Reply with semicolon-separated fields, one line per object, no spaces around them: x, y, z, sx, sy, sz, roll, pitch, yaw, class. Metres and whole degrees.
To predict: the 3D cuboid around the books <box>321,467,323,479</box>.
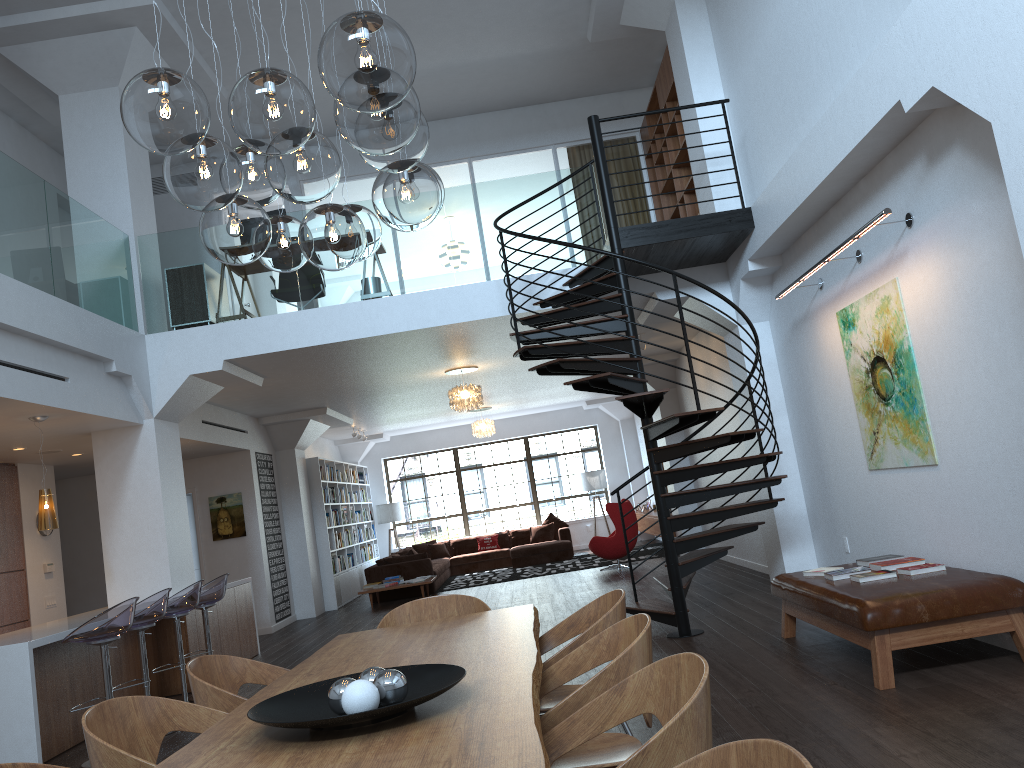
-3.160;1.479;14.437;0.161;0.222;0.084;-9;-7;0;books

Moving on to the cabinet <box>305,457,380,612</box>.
-3.111;2.665;16.244;0.461;2.414;4.500;-9;-7;0;cabinet

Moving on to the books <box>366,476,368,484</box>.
-3.096;2.015;18.507;0.139;0.191;0.036;-9;-7;0;books

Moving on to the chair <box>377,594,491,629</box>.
-0.331;1.472;4.277;0.629;0.833;0.618;-8;-7;-5;chair

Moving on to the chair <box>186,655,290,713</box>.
-0.937;1.471;3.528;0.618;0.833;0.629;-9;-7;-2;chair

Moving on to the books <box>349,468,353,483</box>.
-3.145;1.772;16.966;0.176;0.290;0.053;-9;-7;0;books

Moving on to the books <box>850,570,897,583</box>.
2.177;1.158;5.349;0.224;0.032;0.161;-9;-7;0;books

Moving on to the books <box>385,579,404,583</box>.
-1.839;3.079;13.790;0.312;0.037;0.216;-8;-7;-10;books

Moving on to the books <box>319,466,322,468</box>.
-3.170;1.472;14.469;0.159;0.248;0.089;-9;-7;0;books

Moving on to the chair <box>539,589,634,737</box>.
0.233;1.283;3.530;0.617;0.830;0.629;-9;-7;0;chair

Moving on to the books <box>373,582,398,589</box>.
-1.914;3.040;13.391;0.236;0.035;0.340;-12;-8;24;books

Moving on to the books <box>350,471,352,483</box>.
-3.140;1.782;16.881;0.171;0.246;0.057;-9;-7;0;books

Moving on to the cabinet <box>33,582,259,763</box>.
-3.378;2.423;7.777;0.898;0.796;4.493;-9;-7;0;cabinet

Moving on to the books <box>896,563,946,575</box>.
2.456;1.112;5.325;0.224;0.036;0.161;-8;-7;-6;books

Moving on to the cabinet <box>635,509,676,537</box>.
2.647;2.510;16.187;0.459;0.350;4.501;-9;-7;0;cabinet

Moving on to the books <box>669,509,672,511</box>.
2.690;2.197;15.381;0.250;0.053;0.400;-9;-7;0;books

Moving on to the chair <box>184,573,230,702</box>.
-2.662;2.200;7.748;0.481;1.014;0.530;-9;-7;2;chair

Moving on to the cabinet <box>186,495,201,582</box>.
-5.565;2.415;13.571;0.527;2.991;2.630;-9;-7;0;cabinet

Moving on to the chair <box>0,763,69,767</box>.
-0.975;1.278;1.997;0.618;0.833;0.629;-9;-7;0;chair

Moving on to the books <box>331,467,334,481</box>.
-3.153;1.568;15.246;0.182;0.255;0.077;-9;-7;0;books

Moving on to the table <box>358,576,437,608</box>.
-1.708;3.177;13.495;1.100;0.271;0.853;-9;-7;0;table

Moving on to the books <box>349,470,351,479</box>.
-3.127;1.737;16.749;0.140;0.298;0.044;-9;-7;0;books

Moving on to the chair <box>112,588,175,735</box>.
-2.696;2.042;6.491;0.481;1.014;0.530;-9;-7;-2;chair

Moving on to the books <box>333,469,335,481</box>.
-3.159;1.589;15.314;0.167;0.233;0.077;-9;-7;0;books

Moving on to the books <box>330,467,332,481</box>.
-3.150;1.546;15.058;0.182;0.253;0.098;-9;-7;0;books

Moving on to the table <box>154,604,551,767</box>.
-0.348;1.268;2.362;1.012;0.750;3.803;-9;-7;0;table

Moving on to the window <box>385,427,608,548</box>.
-0.325;2.232;19.225;4.648;1.905;0.114;-9;-7;0;window

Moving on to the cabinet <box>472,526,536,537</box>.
-0.132;3.400;18.524;1.520;0.625;0.350;-9;-7;0;cabinet

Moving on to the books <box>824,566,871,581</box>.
2.124;1.199;5.611;0.247;0.040;0.185;-9;-7;3;books

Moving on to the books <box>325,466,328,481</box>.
-3.164;1.509;14.753;0.170;0.251;0.118;-9;-7;0;books

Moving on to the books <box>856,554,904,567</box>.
2.480;1.189;5.971;0.254;0.044;0.183;-8;-7;-6;books

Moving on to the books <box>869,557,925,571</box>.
2.457;1.150;5.654;0.283;0.043;0.197;-9;-7;-1;books

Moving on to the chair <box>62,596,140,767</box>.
-2.676;1.957;5.864;0.481;1.014;0.530;-9;-7;2;chair

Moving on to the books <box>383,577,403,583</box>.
-1.849;3.045;13.798;0.279;0.035;0.191;-10;-7;10;books

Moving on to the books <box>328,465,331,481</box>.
-3.171;1.517;14.958;0.197;0.290;0.136;-9;-7;0;books

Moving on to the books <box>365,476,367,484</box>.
-3.093;2.009;18.412;0.128;0.178;0.022;-9;-7;0;books

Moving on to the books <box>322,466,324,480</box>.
-3.168;1.475;14.513;0.170;0.251;0.118;-9;-7;0;books

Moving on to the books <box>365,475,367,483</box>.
-3.100;2.008;18.467;0.136;0.196;0.045;-9;-7;0;books

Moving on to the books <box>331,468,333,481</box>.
-3.152;1.561;15.144;0.174;0.243;0.085;-9;-7;0;books

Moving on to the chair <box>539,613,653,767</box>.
0.217;1.188;2.768;0.618;0.833;0.629;-9;-7;1;chair

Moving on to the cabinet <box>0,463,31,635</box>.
-5.576;1.806;6.955;0.598;2.499;5.299;-9;-7;0;cabinet

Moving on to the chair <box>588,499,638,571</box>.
1.553;2.292;13.570;0.801;1.006;0.798;-12;-8;25;chair

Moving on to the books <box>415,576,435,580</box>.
-1.359;2.995;13.726;0.256;0.035;0.350;-12;-8;25;books

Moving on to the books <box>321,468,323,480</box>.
-3.162;1.477;14.403;0.161;0.218;0.101;-9;-7;0;books

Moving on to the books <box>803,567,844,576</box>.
2.080;1.254;5.927;0.161;0.031;0.223;-6;-8;-22;books

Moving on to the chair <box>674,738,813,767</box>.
0.203;0.991;1.237;0.618;0.833;0.629;-9;-7;0;chair

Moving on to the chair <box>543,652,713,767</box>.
0.226;1.088;2.011;0.618;0.833;0.629;-9;-7;0;chair

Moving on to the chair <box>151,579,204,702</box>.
-2.671;2.120;7.123;0.481;1.014;0.530;-9;-7;-2;chair

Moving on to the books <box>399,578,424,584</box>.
-1.517;2.975;13.384;0.342;0.040;0.231;-15;-9;39;books

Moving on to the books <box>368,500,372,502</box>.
-3.071;2.442;18.306;0.284;0.035;0.197;-13;-8;29;books

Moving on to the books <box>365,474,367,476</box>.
-3.103;2.001;18.550;0.140;0.231;0.042;-9;-7;0;books

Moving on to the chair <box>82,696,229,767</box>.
-0.964;1.375;2.754;0.618;0.833;0.629;-9;-7;0;chair

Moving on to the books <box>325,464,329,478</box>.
-3.168;1.507;14.896;0.176;0.293;0.125;-9;-7;0;books

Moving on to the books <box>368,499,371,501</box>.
-3.076;2.409;18.311;0.284;0.033;0.197;-11;-8;14;books

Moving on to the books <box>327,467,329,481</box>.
-3.159;1.519;14.806;0.174;0.242;0.105;-9;-7;0;books

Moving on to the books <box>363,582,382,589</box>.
-2.154;3.117;13.729;0.241;0.045;0.334;-9;-7;1;books

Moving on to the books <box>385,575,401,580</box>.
-1.849;3.014;13.801;0.224;0.027;0.157;-10;-7;5;books
